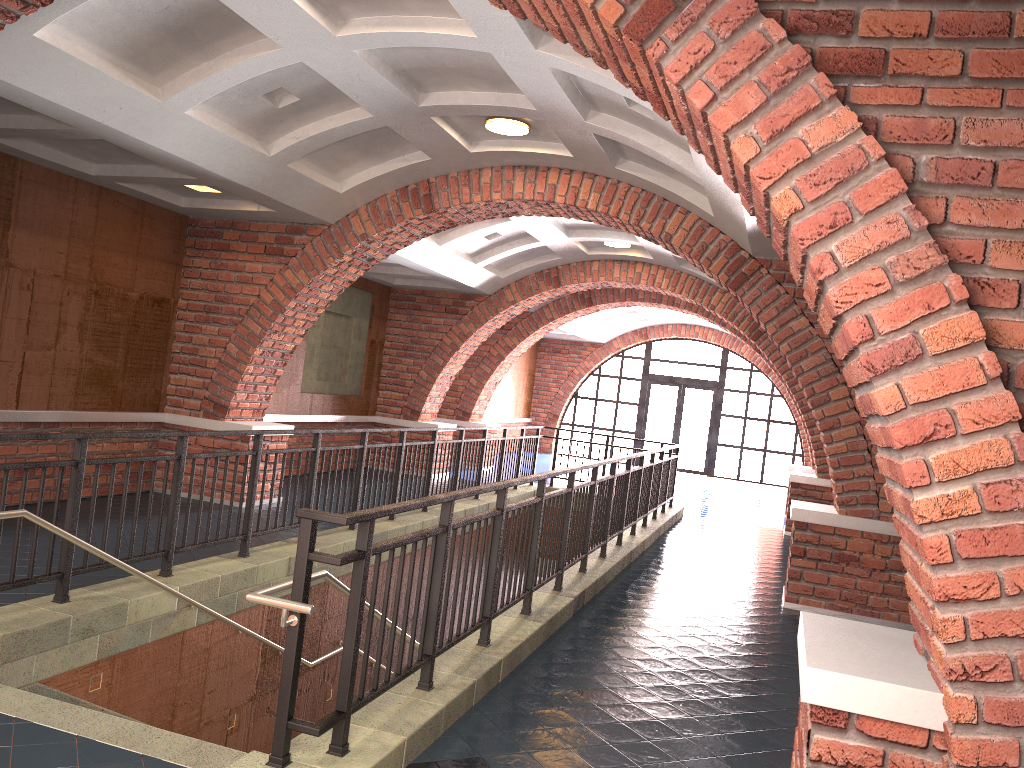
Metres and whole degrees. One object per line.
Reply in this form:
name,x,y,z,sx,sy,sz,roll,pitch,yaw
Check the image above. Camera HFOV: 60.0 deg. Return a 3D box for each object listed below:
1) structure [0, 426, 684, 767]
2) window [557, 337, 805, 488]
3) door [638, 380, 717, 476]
structure,-0.368,3.387,8.667,2.464,5.665,11.176,7,0,17
window,4.330,0.545,22.568,6.353,3.471,0.100,7,0,17
door,4.212,1.103,22.586,1.754,2.236,0.040,7,0,17
